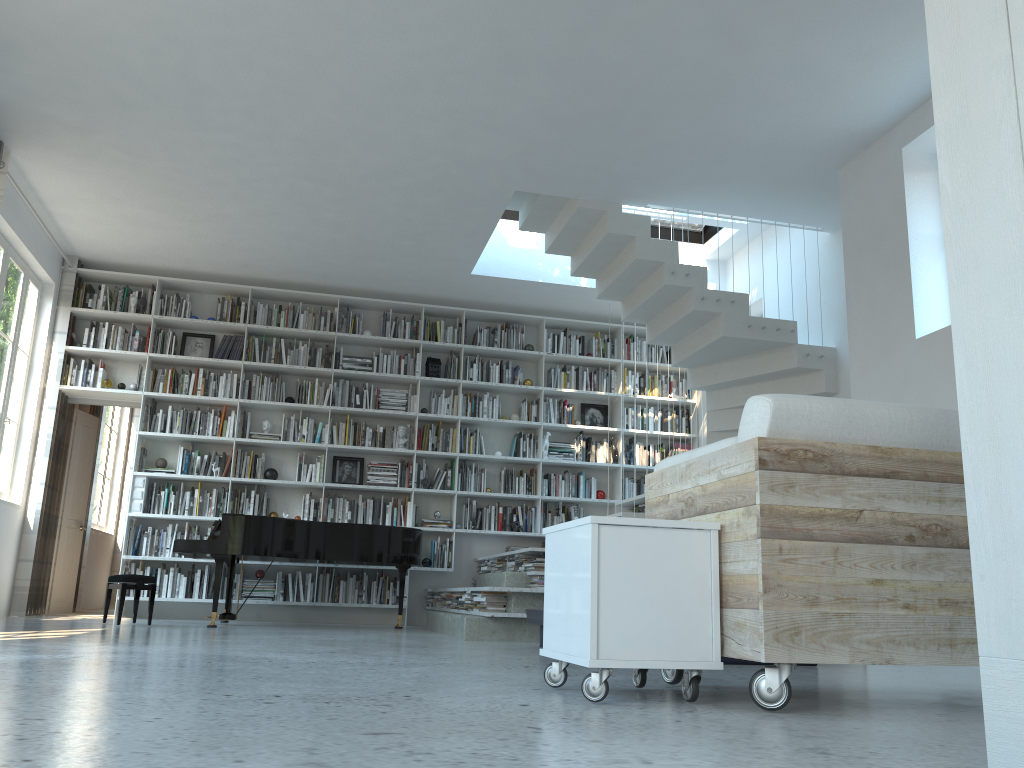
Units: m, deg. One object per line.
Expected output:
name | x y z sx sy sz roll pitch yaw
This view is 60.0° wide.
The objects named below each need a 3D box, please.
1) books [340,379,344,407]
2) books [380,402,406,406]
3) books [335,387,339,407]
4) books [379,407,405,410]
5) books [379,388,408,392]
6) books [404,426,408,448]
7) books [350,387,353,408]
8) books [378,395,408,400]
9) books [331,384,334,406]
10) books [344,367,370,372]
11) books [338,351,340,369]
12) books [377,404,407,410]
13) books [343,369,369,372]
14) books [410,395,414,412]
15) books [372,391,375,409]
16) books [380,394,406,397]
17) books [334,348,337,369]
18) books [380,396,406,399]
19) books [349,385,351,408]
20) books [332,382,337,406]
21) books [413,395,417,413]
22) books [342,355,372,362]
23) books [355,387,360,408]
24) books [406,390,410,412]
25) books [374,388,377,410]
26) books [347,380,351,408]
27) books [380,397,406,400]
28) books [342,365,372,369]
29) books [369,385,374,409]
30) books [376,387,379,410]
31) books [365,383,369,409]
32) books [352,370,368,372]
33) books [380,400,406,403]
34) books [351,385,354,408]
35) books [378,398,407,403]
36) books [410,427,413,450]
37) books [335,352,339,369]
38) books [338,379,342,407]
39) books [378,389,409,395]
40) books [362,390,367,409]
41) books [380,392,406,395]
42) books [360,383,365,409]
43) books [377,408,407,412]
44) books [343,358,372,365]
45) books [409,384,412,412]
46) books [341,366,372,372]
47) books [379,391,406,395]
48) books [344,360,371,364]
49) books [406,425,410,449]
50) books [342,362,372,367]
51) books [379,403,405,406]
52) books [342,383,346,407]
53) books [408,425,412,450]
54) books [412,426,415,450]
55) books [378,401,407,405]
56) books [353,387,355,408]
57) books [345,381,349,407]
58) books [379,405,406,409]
books | -1.677 0.118 8.729 0.014 0.312 0.134 5 -13 -12
books | -1.192 0.209 8.814 0.254 0.012 0.161 5 -14 -14
books | -1.723 0.155 8.708 0.027 0.228 0.147 5 -14 -12
books | -1.194 0.257 8.807 0.254 0.012 0.161 5 -14 -12
books | -1.188 0.078 8.844 0.285 0.012 0.160 4 -14 -10
books | -1.060 0.553 8.766 0.025 0.259 0.130 5 -13 -12
books | -1.588 0.162 8.726 0.014 0.232 0.147 5 -14 -12
books | -1.190 0.139 8.832 0.285 0.012 0.160 5 -14 -13
books | -1.766 0.138 8.696 0.012 0.253 0.161 5 -14 -12
books | -1.544 -0.131 8.803 0.254 0.012 0.161 6 -14 -15
books | -1.715 -0.199 8.777 0.013 0.217 0.141 5 -14 -12
books | -1.192 0.232 8.806 0.285 0.012 0.160 6 -14 -15
books | -1.544 -0.120 8.796 0.254 0.012 0.161 4 -14 -8
books | -1.007 0.229 8.852 0.030 0.198 0.172 5 -14 -12
books | -1.376 0.189 8.773 0.024 0.215 0.132 5 -14 -12
books | -1.188 0.125 8.827 0.254 0.012 0.161 4 -14 -8
books | -1.754 -0.218 8.779 0.012 0.253 0.161 5 -14 -12
books | -1.190 0.150 8.827 0.254 0.012 0.161 4 -14 -10
books | -1.600 0.151 8.725 0.011 0.251 0.153 5 -14 -12
books | -1.745 0.131 8.692 0.026 0.266 0.171 5 -14 -12
books | -0.980 0.230 8.865 0.030 0.204 0.158 5 -14 -12
books | -1.541 -0.241 8.836 0.285 0.024 0.160 5 -14 -12
books | -1.522 0.163 8.732 0.066 0.236 0.154 5 -14 -12
books | -1.036 0.196 8.839 0.012 0.253 0.161 5 -14 -12
books | -1.355 0.174 8.772 0.015 0.244 0.183 5 -14 -12
books | -1.609 0.126 8.726 0.011 0.299 0.180 5 -14 -12
books | -1.190 0.162 8.822 0.254 0.012 0.161 6 -14 -15
books | -1.544 -0.154 8.811 0.285 0.012 0.160 5 -14 -14
books | -1.394 0.158 8.759 0.021 0.268 0.192 5 -14 -12
books | -1.338 0.172 8.763 0.013 0.246 0.177 5 -14 -12
books | -1.431 0.147 8.767 0.049 0.290 0.162 5 -14 -12
books | -1.545 -0.108 8.797 0.285 0.012 0.160 4 -14 -9
books | -1.192 0.186 8.821 0.254 0.012 0.161 5 -14 -11
books | -1.574 0.154 8.727 0.014 0.249 0.173 5 -14 -12
books | -1.190 0.173 8.820 0.285 0.012 0.160 4 -14 -9
books | -1.005 0.559 8.785 0.014 0.260 0.137 5 -14 -12
books | -1.732 -0.196 8.758 0.027 0.201 0.168 5 -14 -12
books | -1.692 0.120 8.705 0.026 0.296 0.179 5 -14 -12
books | -1.187 0.088 8.835 0.285 0.012 0.160 6 -14 -17
books | -1.459 0.180 8.751 0.024 0.216 0.148 5 -14 -12
books | -1.189 0.113 8.836 0.254 0.012 0.161 4 -14 -10
books | -1.481 0.146 8.760 0.022 0.284 0.131 5 -13 -12
books | -1.194 0.269 8.802 0.285 0.012 0.160 5 -14 -11
books | -1.540 -0.219 8.826 0.285 0.024 0.160 4 -14 -10
books | -1.026 0.170 8.864 0.012 0.318 0.140 5 -13 -12
books | -1.544 -0.143 8.806 0.285 0.012 0.160 6 -14 -15
books | -1.190 0.102 8.843 0.254 0.012 0.161 5 -14 -12
books | -1.540 -0.196 8.816 0.254 0.025 0.161 6 -14 -16
books | -1.038 0.549 8.784 0.025 0.278 0.108 5 -13 -12
books | -1.540 -0.173 8.808 0.285 0.024 0.160 4 -14 -8
books | -1.192 0.221 8.811 0.254 0.012 0.161 4 -14 -10
books | -1.653 0.137 8.703 0.025 0.265 0.185 5 -14 -12
books | -1.016 0.553 8.771 0.014 0.265 0.154 5 -14 -12
books | -0.988 0.560 8.796 0.023 0.264 0.107 5 -13 -12
books | -1.192 0.198 8.819 0.285 0.012 0.160 5 -14 -11
books | -1.562 0.160 8.730 0.011 0.239 0.148 5 -14 -12
books | -1.630 0.129 8.729 0.029 0.294 0.151 5 -14 -12
books | -1.194 0.245 8.808 0.254 0.012 0.161 5 -14 -13
